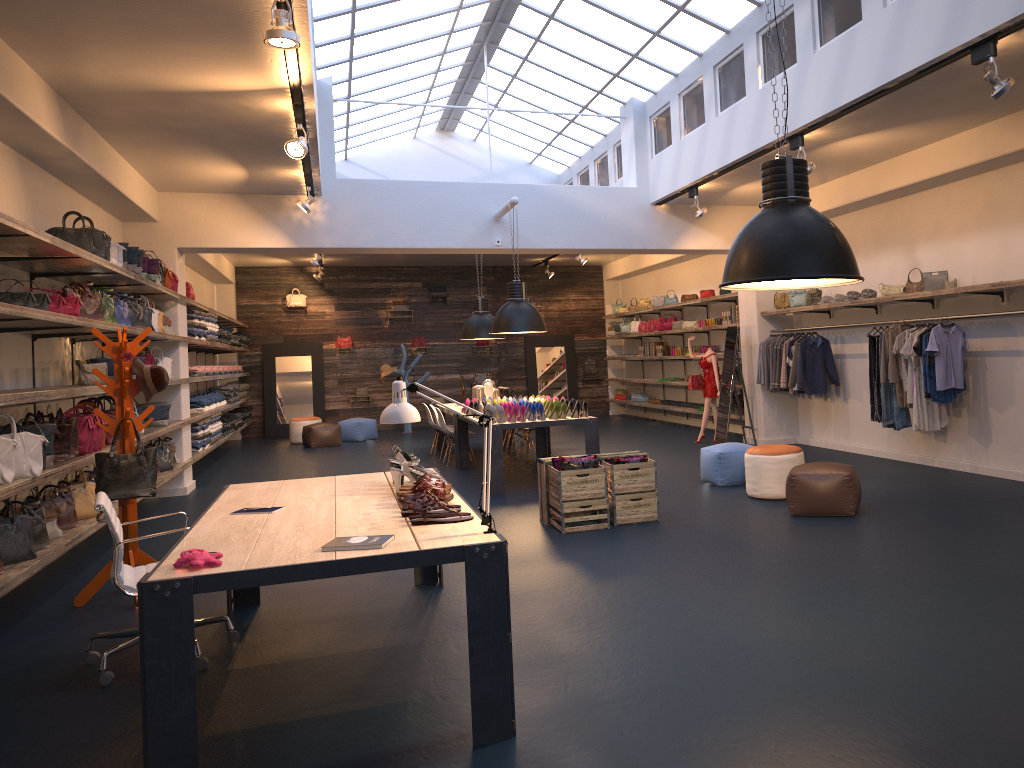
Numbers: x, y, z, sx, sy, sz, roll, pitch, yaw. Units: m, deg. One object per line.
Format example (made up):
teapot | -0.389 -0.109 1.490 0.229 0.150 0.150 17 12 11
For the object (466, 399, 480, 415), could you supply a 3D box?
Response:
object | -0.475 0.290 10.900 0.211 0.196 0.230 -2 0 -15

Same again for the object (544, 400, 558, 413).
object | 0.444 0.278 10.080 0.214 0.196 0.228 -2 0 -19

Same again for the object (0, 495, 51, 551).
object | -2.938 0.849 5.214 0.203 0.339 0.400 -3 0 27

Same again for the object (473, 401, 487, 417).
object | -0.364 0.300 10.401 0.214 0.196 0.228 -2 0 -20

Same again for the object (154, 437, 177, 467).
object | -3.815 0.755 9.508 0.203 0.339 0.400 -3 0 27

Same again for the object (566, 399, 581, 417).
object | 0.700 0.272 9.915 0.211 0.196 0.230 -2 0 -15

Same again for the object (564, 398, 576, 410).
object | 0.661 0.266 10.182 0.211 0.196 0.230 -2 0 -15

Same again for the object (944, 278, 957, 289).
object | 4.654 -1.064 9.214 0.124 0.134 0.085 -2 -1 20

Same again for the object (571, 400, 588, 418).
object | 0.757 0.278 9.652 0.211 0.196 0.230 -2 0 -15

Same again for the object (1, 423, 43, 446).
object | -2.956 0.384 5.111 0.350 0.309 0.150 -2 -1 -9

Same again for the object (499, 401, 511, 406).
object | -0.084 0.295 10.187 0.207 0.196 0.235 -2 0 -7

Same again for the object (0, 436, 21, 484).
object | -2.883 0.355 4.633 0.461 0.386 0.176 -2 -1 -38

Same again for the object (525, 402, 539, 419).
object | 0.232 0.295 9.788 0.211 0.196 0.230 -2 0 -15

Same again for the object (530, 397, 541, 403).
object | 0.283 0.259 10.892 0.211 0.196 0.230 -2 0 -15

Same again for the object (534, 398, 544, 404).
object | 0.321 0.266 10.624 0.211 0.196 0.230 -2 0 -15

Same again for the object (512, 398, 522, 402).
object | 0.054 0.271 10.819 0.211 0.196 0.230 -2 0 -15

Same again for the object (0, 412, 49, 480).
object | -2.860 0.347 4.874 0.461 0.386 0.176 -2 -1 -38

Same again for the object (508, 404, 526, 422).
object | 0.060 0.313 9.416 0.213 0.196 0.229 -2 0 -18

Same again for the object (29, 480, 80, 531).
object | -3.100 0.834 5.908 0.204 0.339 0.397 -2 0 24

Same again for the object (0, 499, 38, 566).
object | -2.895 0.829 4.907 0.182 0.386 0.449 -3 0 25

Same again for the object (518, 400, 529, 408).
object | 0.123 0.285 10.273 0.211 0.196 0.230 -2 0 -15

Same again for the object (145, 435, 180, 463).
object | -3.961 0.739 9.795 0.167 0.367 0.407 -3 0 28

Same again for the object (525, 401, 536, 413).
object | 0.200 0.289 10.037 0.213 0.196 0.229 -2 0 -17

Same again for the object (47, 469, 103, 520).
object | -3.183 0.797 6.323 0.182 0.386 0.449 -3 0 24

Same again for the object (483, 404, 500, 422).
object | -0.217 0.319 9.595 0.215 0.196 0.226 -2 0 -23

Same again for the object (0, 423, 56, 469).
object | -3.005 0.394 5.367 0.336 0.285 0.183 -2 -1 2

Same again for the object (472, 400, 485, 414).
object | -0.397 0.294 10.664 0.207 0.196 0.235 -2 0 -7

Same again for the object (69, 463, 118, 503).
object | -3.387 0.800 6.982 0.167 0.367 0.407 -3 0 28

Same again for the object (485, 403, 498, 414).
object | -0.243 0.312 9.865 0.217 0.196 0.224 -2 0 -29

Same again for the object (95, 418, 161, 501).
object | -2.424 0.473 5.453 0.390 0.525 0.193 -2 -1 -10

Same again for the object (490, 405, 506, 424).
object | -0.163 0.325 9.328 0.209 0.196 0.234 -2 0 -9

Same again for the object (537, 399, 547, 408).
object | 0.345 0.274 10.331 0.211 0.196 0.230 -2 0 -15

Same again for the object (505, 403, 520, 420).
object | 0.002 0.307 9.682 0.211 0.196 0.230 -2 0 -15

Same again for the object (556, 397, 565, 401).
object | 0.567 0.254 10.696 0.213 0.196 0.228 -2 0 -19

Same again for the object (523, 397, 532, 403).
object | 0.184 0.257 11.119 0.213 0.196 0.228 -2 0 -19

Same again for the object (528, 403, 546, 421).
object | 0.272 0.302 9.511 0.207 0.196 0.235 -2 0 -7

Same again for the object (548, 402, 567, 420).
object | 0.509 0.290 9.571 0.215 0.196 0.227 -2 0 -22

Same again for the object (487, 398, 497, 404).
object | -0.259 0.278 10.990 0.210 0.196 0.232 -2 0 -12

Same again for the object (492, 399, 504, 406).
object | -0.179 0.283 10.723 0.211 0.196 0.230 -2 0 -15

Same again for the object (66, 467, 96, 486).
object | -3.240 0.817 6.695 0.203 0.339 0.400 -3 0 27

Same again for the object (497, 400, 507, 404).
object | -0.133 0.290 10.449 0.211 0.196 0.230 -2 0 -15

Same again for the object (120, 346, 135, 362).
object | -2.434 -0.194 5.494 0.083 0.113 0.060 -2 -1 -35

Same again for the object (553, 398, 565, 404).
object | 0.560 0.262 10.436 0.207 0.196 0.236 -2 0 -7

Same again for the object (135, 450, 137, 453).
object | -3.512 0.788 8.027 0.203 0.339 0.400 -3 0 27

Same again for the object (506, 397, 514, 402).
object | -0.029 0.267 11.069 0.211 0.196 0.230 -2 0 -15

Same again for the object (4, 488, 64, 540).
object | -3.091 0.832 5.535 0.167 0.367 0.407 -3 0 28

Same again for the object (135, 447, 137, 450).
object | -3.666 0.770 8.348 0.167 0.367 0.407 -3 0 28

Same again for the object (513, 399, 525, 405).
object | 0.075 0.278 10.565 0.218 0.196 0.231 -2 0 -15

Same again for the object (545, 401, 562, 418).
object | 0.475 0.284 9.832 0.211 0.196 0.230 -2 0 -15

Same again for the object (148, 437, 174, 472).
object | -3.749 0.735 9.137 0.183 0.386 0.446 -3 0 21

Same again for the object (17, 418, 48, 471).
object | -2.941 0.372 5.245 0.244 0.329 0.104 -2 -1 -12

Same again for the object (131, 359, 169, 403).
object | -2.345 -0.024 5.665 0.189 0.290 0.262 -2 0 -7

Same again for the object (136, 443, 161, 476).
object | -3.675 0.772 8.721 0.204 0.339 0.397 -2 0 24

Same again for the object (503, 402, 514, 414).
object | -0.044 0.301 9.937 0.209 0.196 0.233 -2 0 -10

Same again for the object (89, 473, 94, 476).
object | -3.397 0.802 7.359 0.204 0.339 0.397 -2 0 24

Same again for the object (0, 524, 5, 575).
object | -2.822 0.864 4.546 0.204 0.339 0.397 -2 0 24
